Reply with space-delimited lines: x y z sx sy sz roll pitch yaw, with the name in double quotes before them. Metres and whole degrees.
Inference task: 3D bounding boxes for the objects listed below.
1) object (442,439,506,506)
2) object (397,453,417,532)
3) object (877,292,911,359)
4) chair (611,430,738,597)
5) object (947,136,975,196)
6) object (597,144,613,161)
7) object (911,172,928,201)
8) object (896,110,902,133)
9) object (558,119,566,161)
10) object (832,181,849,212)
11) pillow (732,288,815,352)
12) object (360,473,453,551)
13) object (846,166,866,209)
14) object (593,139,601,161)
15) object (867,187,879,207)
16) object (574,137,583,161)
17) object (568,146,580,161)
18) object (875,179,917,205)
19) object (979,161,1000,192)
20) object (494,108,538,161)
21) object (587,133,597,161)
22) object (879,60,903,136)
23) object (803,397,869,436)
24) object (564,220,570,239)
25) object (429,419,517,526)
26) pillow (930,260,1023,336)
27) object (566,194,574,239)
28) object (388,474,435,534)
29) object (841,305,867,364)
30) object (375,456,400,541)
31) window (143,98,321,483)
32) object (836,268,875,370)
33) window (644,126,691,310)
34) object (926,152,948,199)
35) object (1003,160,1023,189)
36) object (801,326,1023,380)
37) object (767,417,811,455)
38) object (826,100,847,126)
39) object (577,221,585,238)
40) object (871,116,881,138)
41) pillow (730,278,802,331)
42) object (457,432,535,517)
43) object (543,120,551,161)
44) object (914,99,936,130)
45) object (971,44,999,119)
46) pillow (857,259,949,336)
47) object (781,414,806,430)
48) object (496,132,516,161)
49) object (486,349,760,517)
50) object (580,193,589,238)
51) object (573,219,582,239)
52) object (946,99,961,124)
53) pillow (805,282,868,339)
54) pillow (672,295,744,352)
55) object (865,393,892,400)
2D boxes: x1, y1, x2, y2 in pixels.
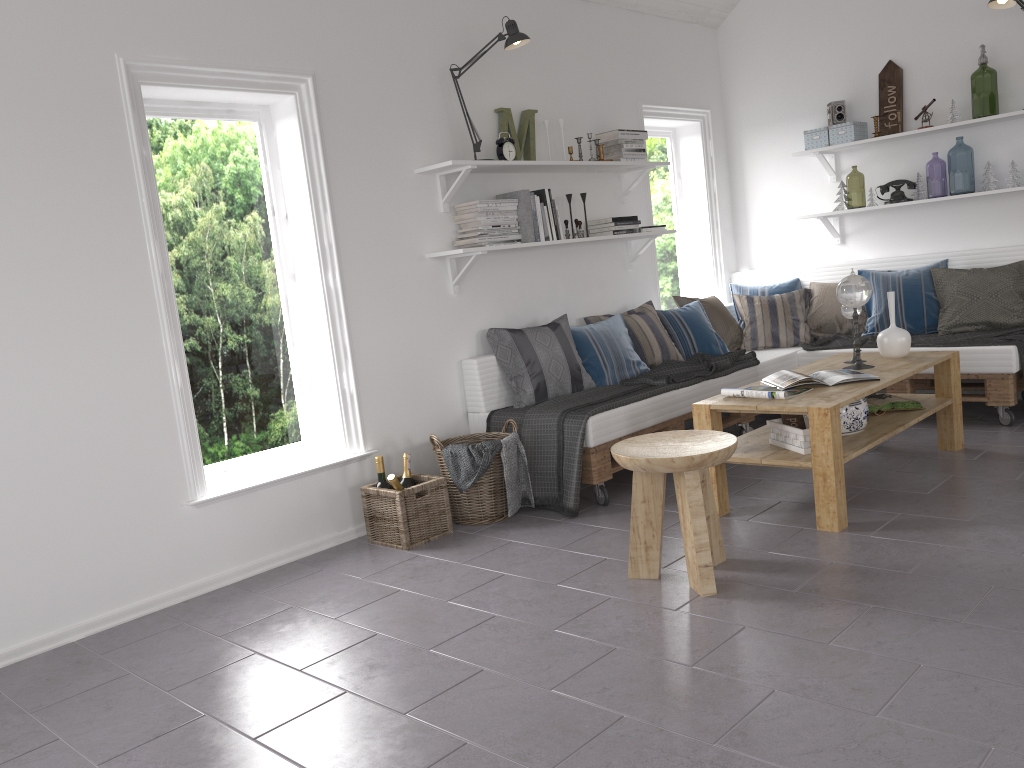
"object" -0.158 0.415 4.074 0.303 0.332 0.367 -7 7 0
"object" -0.487 0.499 4.027 0.094 0.361 0.127 0 10 44
"object" 1.856 -0.286 4.321 0.155 0.325 0.155 -5 8 15
"chair" 0.582 0.439 3.076 0.431 0.479 0.431 0 10 42
"object" 2.641 -1.282 5.216 0.137 0.335 0.137 -2 9 33
"object" 0.506 -1.302 5.019 0.124 0.100 0.124 -10 8 -23
"object" 2.505 -1.218 5.461 0.007 0.176 0.127 -13 10 -40
"object" 2.378 -1.602 5.439 0.052 0.148 0.052 -6 7 6
"object" 0.288 -1.347 4.954 0.084 0.256 0.084 -5 8 13
"object" 2.142 -1.221 5.737 0.107 0.195 0.113 -13 9 -38
"pillow" 1.717 -0.412 5.789 0.516 0.392 0.358 -5 8 14
"object" -0.467 0.566 3.953 0.276 0.270 0.276 1 10 44
"object" 2.192 -1.254 5.655 0.111 0.270 0.111 -11 8 -27
"object" 0.494 -1.339 5.111 0.055 0.153 0.055 -5 8 12
"object" 2.254 -1.175 5.558 0.072 0.124 0.068 -3 8 29
"object" 0.380 -1.305 4.948 0.055 0.153 0.055 -4 8 22
"object" 0.320 -1.246 4.816 0.088 0.085 0.088 -10 8 -23
"object" 2.389 -1.194 5.517 0.171 0.146 0.203 -10 8 -21
"object" 2.788 -1.216 5.181 0.103 0.178 0.097 -6 7 7
"object" 0.027 -1.320 4.776 0.052 0.311 0.330 1 10 44
"object" 0.440 -1.314 4.941 0.066 0.160 0.066 -2 9 31
"object" 2.369 -1.781 5.547 0.053 0.480 0.154 -13 10 -40
"object" 1.405 0.128 3.897 0.302 0.161 0.302 0 10 40
"object" 0.308 -0.859 4.951 0.032 0.117 0.058 -4 8 18
"object" -0.158 0.410 4.146 0.393 0.432 0.393 -2 9 31
"pillow" 2.698 -0.488 5.074 0.519 0.395 0.334 -4 8 22
"object" 0.336 -0.944 5.027 0.085 0.259 0.085 -5 8 13
"object" -0.444 0.526 3.894 0.095 0.332 0.284 -4 8 23
"object" 1.665 -0.269 4.333 0.109 0.329 0.109 -5 8 13
"object" -0.566 0.506 3.943 0.095 0.377 0.095 -8 7 -9
"window" -1.230 -0.409 3.872 0.117 1.655 0.685 1 10 44
"object" 1.603 -0.306 4.136 0.155 0.468 0.155 -4 8 23
"window" 1.015 -0.981 6.227 0.052 1.655 0.685 1 10 44
"object" 2.548 -1.252 5.323 0.111 0.270 0.111 -11 8 -27
"object" 2.862 -1.201 5.068 0.093 0.161 0.088 -12 9 -36
"object" 2.412 -0.077 5.231 1.449 0.508 0.716 -2 9 34
"object" 1.197 0.209 3.667 0.155 0.102 0.281 -8 8 -12
"object" 2.103 -1.743 5.722 0.121 0.157 0.117 -6 7 4
"object" 0.381 -0.857 4.932 0.032 0.102 0.058 -1 10 39
"object" 2.268 -1.602 5.520 0.085 0.152 0.085 -10 8 -21
"pillow" 1.764 -0.494 6.072 0.534 0.437 0.287 -4 8 17
"object" -0.120 0.421 4.122 0.349 0.356 0.290 -1 9 38
"object" 0.204 -1.335 4.935 0.084 0.256 0.084 -5 8 13
"object" 2.487 -1.613 5.342 0.092 0.172 0.177 -5 8 12
"object" 2.701 -1.728 5.074 0.136 0.415 0.136 -8 8 -12
"pillow" 2.377 -0.510 5.358 0.526 0.428 0.311 -4 8 23
"object" 1.188 0.180 3.729 0.090 0.139 0.182 -5 7 10
"object" -0.031 -1.210 4.554 0.050 0.165 0.120 0 10 44
"object" 0.678 0.177 4.774 0.685 0.533 1.892 0 10 43
"object" 0.421 -0.960 5.074 0.085 0.259 0.085 -5 8 13
"object" 0.367 -0.870 4.987 0.058 0.117 0.032 -12 9 -34
"object" 2.581 -1.592 5.186 0.075 0.147 0.075 -5 8 11
"pillow" 2.098 -0.463 5.657 0.521 0.381 0.366 0 10 41
"pillow" 1.318 -0.395 5.818 0.545 0.438 0.334 -13 10 -40
"object" 1.673 0.067 4.186 0.176 0.029 0.195 -12 9 -35
